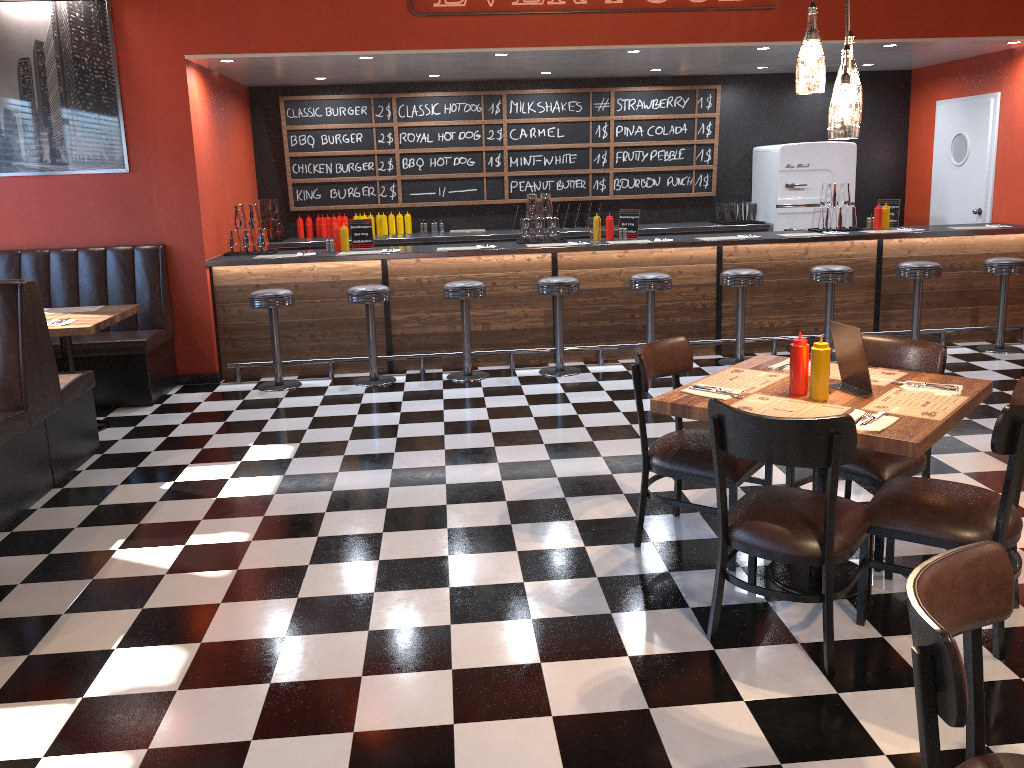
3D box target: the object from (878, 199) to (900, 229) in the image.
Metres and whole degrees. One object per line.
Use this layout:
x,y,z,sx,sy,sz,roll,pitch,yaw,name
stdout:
3.397,-1.536,8.005,0.188,0.255,0.073,5,13,30,object

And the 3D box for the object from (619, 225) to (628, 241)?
0.962,-1.312,7.676,0.047,0.135,0.094,-13,16,-43,object

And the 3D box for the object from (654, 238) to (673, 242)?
1.287,-1.226,7.518,0.157,0.019,0.257,1,14,11,object

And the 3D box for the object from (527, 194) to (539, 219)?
0.183,-1.535,7.660,0.106,0.207,0.106,8,15,40,object

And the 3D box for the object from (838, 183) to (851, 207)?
2.951,-1.676,7.860,0.106,0.207,0.106,8,15,40,object

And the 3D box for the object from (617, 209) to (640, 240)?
1.020,-1.395,7.750,0.188,0.255,0.073,5,13,30,object

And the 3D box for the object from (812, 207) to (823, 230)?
2.766,-1.493,8.007,0.106,0.207,0.106,8,15,40,object

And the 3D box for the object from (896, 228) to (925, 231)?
3.477,-1.356,7.753,0.157,0.019,0.257,-4,14,-9,object

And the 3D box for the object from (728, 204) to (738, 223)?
2.278,-1.748,9.130,0.106,0.207,0.106,8,15,40,object

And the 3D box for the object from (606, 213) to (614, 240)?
0.852,-1.374,7.727,0.068,0.236,0.068,0,12,8,object

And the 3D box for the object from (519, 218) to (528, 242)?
0.116,-1.355,7.805,0.106,0.207,0.106,8,15,40,object

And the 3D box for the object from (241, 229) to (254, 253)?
-2.248,-1.204,7.505,0.105,0.207,0.106,-6,12,-19,object

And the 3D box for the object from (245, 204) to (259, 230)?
-2.195,-1.409,7.467,0.105,0.207,0.106,-6,12,-19,object

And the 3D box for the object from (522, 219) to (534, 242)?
0.139,-1.330,7.697,0.106,0.207,0.106,8,15,40,object

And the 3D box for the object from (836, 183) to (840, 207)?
2.936,-1.702,7.969,0.106,0.207,0.106,8,15,40,object

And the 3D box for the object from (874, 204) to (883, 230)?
3.244,-1.482,7.842,0.068,0.236,0.068,4,13,26,object

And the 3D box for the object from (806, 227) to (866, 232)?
2.912,-1.391,7.976,0.437,0.018,0.275,-3,14,-4,object

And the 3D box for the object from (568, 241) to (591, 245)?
0.564,-1.194,7.488,0.157,0.019,0.257,-4,14,-8,object

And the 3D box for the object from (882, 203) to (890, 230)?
3.326,-1.495,7.886,0.068,0.236,0.068,-10,14,-35,object

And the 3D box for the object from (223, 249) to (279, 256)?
-2.234,-1.124,7.584,0.437,0.018,0.275,-3,14,-4,object

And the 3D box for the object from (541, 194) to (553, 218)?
0.301,-1.539,7.658,0.106,0.207,0.106,8,15,40,object

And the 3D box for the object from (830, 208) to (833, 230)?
2.881,-1.496,8.003,0.106,0.207,0.106,8,15,40,object

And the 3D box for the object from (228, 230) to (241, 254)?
-2.357,-1.200,7.507,0.105,0.207,0.106,-6,12,-19,object

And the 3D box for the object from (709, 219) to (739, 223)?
2.366,-1.751,9.529,0.437,0.018,0.275,-3,14,-4,object

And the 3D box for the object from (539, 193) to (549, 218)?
0.286,-1.565,7.767,0.106,0.207,0.106,8,15,40,object

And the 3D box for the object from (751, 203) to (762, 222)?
2.526,-1.760,9.146,0.106,0.207,0.106,8,15,40,object

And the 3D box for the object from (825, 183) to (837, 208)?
2.832,-1.673,7.862,0.106,0.207,0.106,8,15,40,object

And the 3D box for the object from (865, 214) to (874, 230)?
3.222,-1.453,7.945,0.094,0.135,0.047,-4,12,-9,object

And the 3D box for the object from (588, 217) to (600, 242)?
0.704,-1.323,7.599,0.106,0.207,0.106,8,15,40,object

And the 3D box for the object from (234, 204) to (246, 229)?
-2.325,-1.427,7.559,0.105,0.207,0.106,-6,12,-19,object

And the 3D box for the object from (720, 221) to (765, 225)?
2.399,-1.680,9.233,0.437,0.018,0.275,-3,14,-4,object

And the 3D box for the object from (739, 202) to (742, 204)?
2.505,-1.869,9.594,0.106,0.207,0.106,8,15,40,object

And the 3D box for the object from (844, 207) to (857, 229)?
3.021,-1.475,7.899,0.106,0.207,0.106,8,15,40,object

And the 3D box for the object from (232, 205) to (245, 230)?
-2.313,-1.406,7.470,0.105,0.207,0.106,-6,12,-19,object

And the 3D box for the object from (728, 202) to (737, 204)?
2.374,-1.856,9.562,0.106,0.207,0.106,8,15,40,object

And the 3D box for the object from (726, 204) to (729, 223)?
2.281,-1.774,9.237,0.106,0.207,0.106,8,15,40,object

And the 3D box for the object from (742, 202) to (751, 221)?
2.509,-1.839,9.470,0.106,0.207,0.106,8,15,40,object

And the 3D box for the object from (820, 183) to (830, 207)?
2.820,-1.694,7.951,0.106,0.207,0.106,8,15,40,object

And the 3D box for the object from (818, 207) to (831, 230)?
2.788,-1.467,7.899,0.106,0.207,0.106,8,15,40,object

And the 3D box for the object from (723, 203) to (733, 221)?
2.305,-1.825,9.442,0.106,0.207,0.106,8,15,40,object

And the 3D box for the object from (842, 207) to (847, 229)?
3.000,-1.502,8.013,0.106,0.207,0.106,8,15,40,object

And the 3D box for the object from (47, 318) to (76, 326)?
-2.870,-0.397,5.627,0.157,0.019,0.257,-3,14,-5,object

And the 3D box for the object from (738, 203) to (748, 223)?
2.394,-1.766,9.187,0.106,0.207,0.106,8,15,40,object

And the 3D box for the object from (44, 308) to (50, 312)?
-3.320,-0.506,6.136,0.157,0.019,0.257,-4,14,-7,object

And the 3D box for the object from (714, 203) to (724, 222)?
2.233,-1.846,9.541,0.106,0.207,0.106,8,15,40,object

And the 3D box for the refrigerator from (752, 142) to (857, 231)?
3.067,-1.627,9.370,0.803,1.788,0.857,-3,12,-4,refrigerator

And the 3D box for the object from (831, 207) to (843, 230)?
2.898,-1.470,7.897,0.106,0.207,0.106,8,15,40,object

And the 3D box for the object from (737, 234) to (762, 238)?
2.032,-1.273,7.611,0.157,0.019,0.257,-3,14,-4,object

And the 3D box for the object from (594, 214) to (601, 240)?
0.744,-1.377,7.751,0.068,0.236,0.068,0,12,8,object

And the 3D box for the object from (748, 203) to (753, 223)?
2.509,-1.787,9.258,0.106,0.207,0.106,8,15,40,object

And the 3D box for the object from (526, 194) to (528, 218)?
0.171,-1.557,7.749,0.106,0.207,0.106,8,15,40,object

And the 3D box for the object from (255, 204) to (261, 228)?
-2.210,-1.435,7.577,0.105,0.207,0.106,-6,12,-19,object

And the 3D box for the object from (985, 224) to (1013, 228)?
4.285,-1.398,7.814,0.157,0.019,0.257,-1,14,6,object

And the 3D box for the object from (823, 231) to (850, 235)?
2.799,-1.314,7.674,0.157,0.019,0.257,-4,14,-8,object
